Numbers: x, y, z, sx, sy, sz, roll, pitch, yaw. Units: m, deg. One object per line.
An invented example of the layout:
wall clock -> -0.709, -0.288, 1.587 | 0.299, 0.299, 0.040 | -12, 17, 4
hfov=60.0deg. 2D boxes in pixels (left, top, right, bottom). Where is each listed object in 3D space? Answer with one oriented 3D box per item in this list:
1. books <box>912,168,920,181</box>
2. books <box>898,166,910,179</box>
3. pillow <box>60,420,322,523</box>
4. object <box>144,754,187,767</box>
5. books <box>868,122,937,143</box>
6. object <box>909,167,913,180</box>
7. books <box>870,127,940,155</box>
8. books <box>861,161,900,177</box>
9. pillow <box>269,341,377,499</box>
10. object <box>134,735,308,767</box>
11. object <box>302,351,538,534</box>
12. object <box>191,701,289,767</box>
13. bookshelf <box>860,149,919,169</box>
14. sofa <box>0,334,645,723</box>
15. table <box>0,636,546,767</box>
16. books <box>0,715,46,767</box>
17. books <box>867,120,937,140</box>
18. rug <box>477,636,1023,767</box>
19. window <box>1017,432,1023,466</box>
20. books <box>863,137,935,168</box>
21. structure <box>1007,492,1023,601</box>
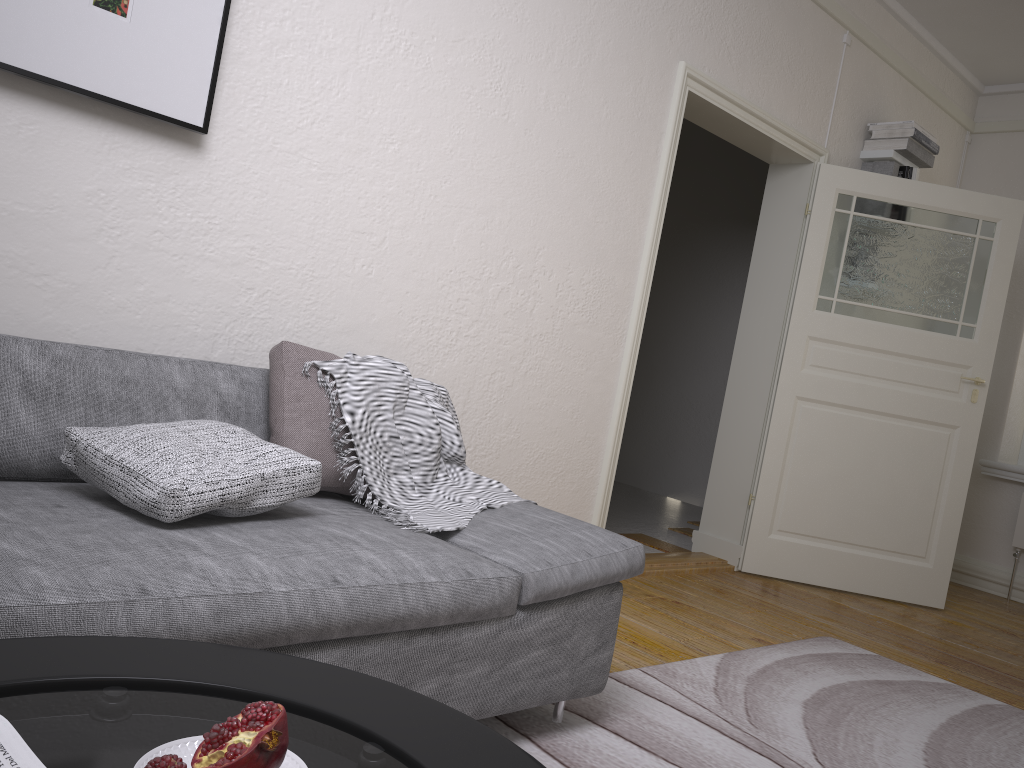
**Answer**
books -> 2.140, -1.053, 4.987 | 0.072, 0.309, 0.254 | 9, 2, -43
books -> 2.084, -1.064, 4.987 | 0.064, 0.310, 0.266 | 9, 2, -43
pillow -> -0.692, 0.188, 1.946 | 0.398, 0.194, 0.412 | 12, 2, 33
object -> -0.331, 0.371, 0.846 | 0.045, 0.036, 0.035 | 9, 2, -34
books -> 2.175, -1.386, 4.935 | 0.310, 0.030, 0.254 | 9, 3, -43
object -> 2.110, -1.059, 4.989 | 0.050, 0.311, 0.253 | 9, 2, -43
books -> 2.187, -1.343, 4.927 | 0.338, 0.049, 0.244 | 9, 3, -43
books -> 2.021, -1.073, 4.924 | 0.066, 0.307, 0.187 | 9, 2, -43
pillow -> -0.464, 0.107, 2.415 | 0.435, 0.390, 0.237 | 9, 2, -43
object -> -0.285, 0.392, 0.874 | 0.167, 0.015, 0.168 | 11, 2, 2
object -> -0.255, 0.383, 2.535 | 0.615, 0.866, 0.891 | 11, 2, 13
object -> -0.268, 0.359, 0.879 | 0.089, 0.082, 0.110 | 10, 2, -8
bookshelf -> 2.052, -0.843, 5.001 | 0.347, 0.860, 0.190 | 9, 2, -43
sofa -> -1.139, 0.281, 1.581 | 3.117, 0.772, 1.081 | 9, 2, -43
table -> -0.385, 0.604, 0.770 | 0.925, 0.449, 0.963 | 12, 3, 44
books -> -0.560, 0.321, 0.692 | 0.367, 0.048, 0.309 | 12, 2, 26
books -> 2.183, -1.408, 4.953 | 0.321, 0.015, 0.260 | 9, 3, -43
rug -> 0.585, 0.970, 1.670 | 3.780, 0.008, 1.913 | 9, 3, -43
window -> 5.729, 0.156, 7.234 | 5.448, 2.474, 1.970 | 9, 2, -45
books -> 2.169, -1.291, 4.971 | 0.358, 0.065, 0.254 | 9, 3, -43
structure -> 3.418, 1.157, 4.942 | 0.097, 0.845, 1.177 | 9, 2, -43
